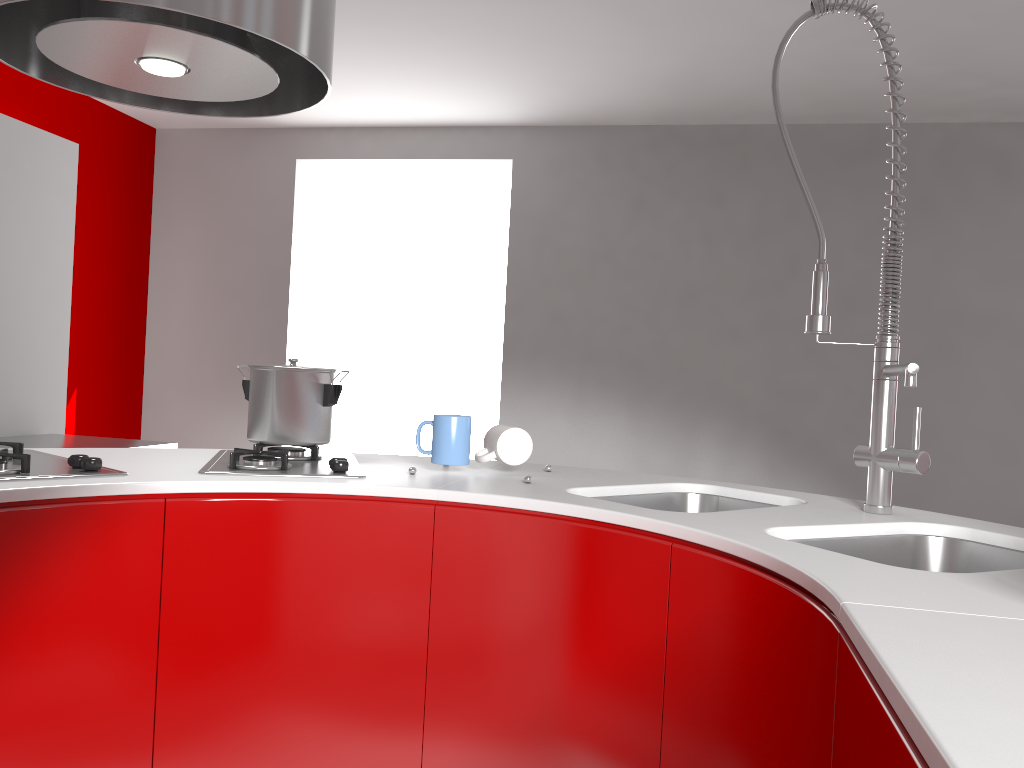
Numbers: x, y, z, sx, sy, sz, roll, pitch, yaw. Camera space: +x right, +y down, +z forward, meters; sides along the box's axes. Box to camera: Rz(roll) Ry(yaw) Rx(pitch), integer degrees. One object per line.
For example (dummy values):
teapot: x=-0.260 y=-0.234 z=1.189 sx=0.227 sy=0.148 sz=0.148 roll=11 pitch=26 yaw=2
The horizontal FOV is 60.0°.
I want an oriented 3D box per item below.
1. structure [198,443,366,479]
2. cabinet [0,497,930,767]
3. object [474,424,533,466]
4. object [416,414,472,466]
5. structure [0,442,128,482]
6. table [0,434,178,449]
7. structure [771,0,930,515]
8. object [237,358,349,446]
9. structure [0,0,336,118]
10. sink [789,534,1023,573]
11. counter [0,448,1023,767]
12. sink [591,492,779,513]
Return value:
structure: x=-0.471 y=0.148 z=1.851 sx=0.303 sy=0.037 sz=0.457 roll=3 pitch=0 yaw=-13
cabinet: x=-0.020 y=0.605 z=0.756 sx=1.025 sy=0.761 sz=1.875 roll=3 pitch=0 yaw=-33
object: x=-0.023 y=0.129 z=1.893 sx=0.109 sy=0.080 sz=0.100 roll=3 pitch=0 yaw=-18
object: x=-0.140 y=0.114 z=1.837 sx=0.109 sy=0.100 sz=0.080 roll=3 pitch=0 yaw=-15
structure: x=-0.925 y=0.126 z=1.569 sx=0.457 sy=0.037 sz=0.303 roll=3 pitch=0 yaw=42
table: x=-2.165 y=0.608 z=3.726 sx=0.749 sy=0.682 sz=1.627 roll=3 pitch=0 yaw=13
structure: x=0.612 y=-0.236 z=1.530 sx=0.178 sy=0.920 sz=0.308 roll=3 pitch=0 yaw=-35
object: x=-0.485 y=0.036 z=1.947 sx=0.218 sy=0.185 sz=0.189 roll=3 pitch=0 yaw=-26
structure: x=-0.657 y=-1.087 z=1.728 sx=0.644 sy=0.958 sz=0.644 roll=3 pitch=0 yaw=-22
sink: x=0.589 y=0.331 z=1.257 sx=0.428 sy=0.172 sz=0.326 roll=3 pitch=0 yaw=-27
counter: x=0.074 y=0.640 z=1.012 sx=1.868 sy=0.880 sz=2.865 roll=3 pitch=0 yaw=-44
sink: x=0.323 y=0.315 z=1.664 sx=0.428 sy=0.172 sz=0.326 roll=3 pitch=0 yaw=-39
